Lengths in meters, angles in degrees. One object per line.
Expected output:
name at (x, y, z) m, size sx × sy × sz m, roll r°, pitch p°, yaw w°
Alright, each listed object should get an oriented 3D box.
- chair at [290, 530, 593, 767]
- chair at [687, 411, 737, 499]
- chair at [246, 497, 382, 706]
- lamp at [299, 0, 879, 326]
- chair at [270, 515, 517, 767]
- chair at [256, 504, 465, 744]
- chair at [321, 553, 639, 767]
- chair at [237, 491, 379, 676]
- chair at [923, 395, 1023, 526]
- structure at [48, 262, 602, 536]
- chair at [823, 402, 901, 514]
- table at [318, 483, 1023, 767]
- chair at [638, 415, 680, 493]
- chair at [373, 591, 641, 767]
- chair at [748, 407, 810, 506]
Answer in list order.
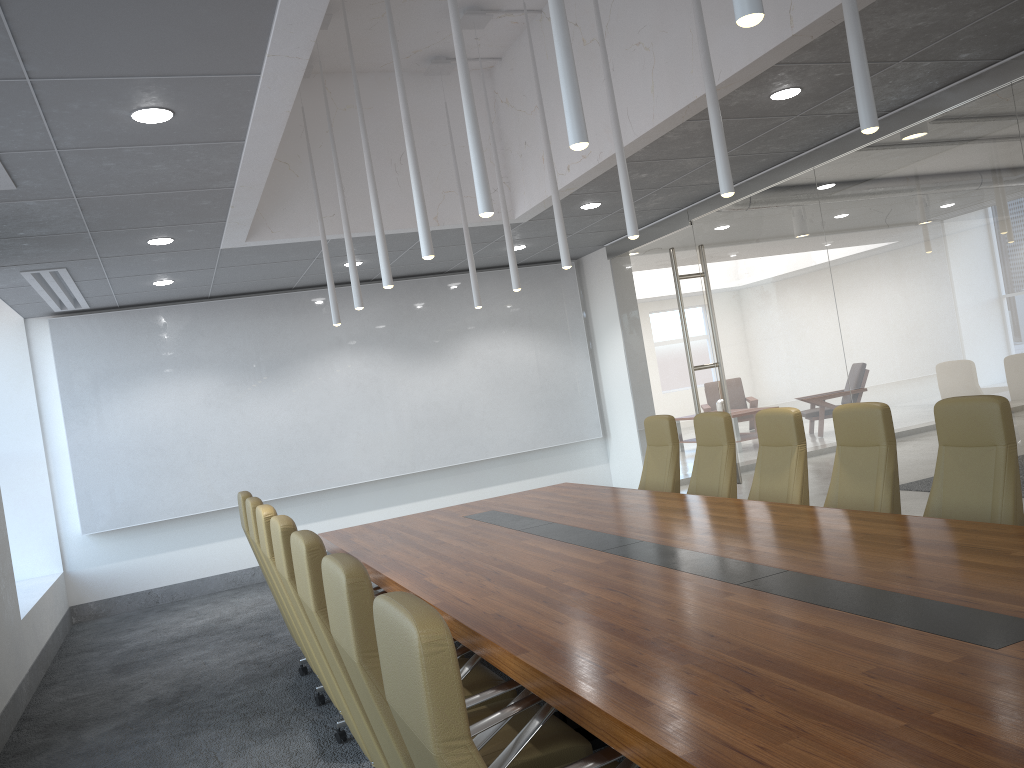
chair at (-0.285, 1.200, 3.562) m, size 0.955 × 1.406 × 0.711 m, roll -9°, pitch 0°, yaw -21°
chair at (1.258, 0.974, 6.744) m, size 0.955 × 1.406 × 0.711 m, roll -9°, pitch 0°, yaw -21°
chair at (-1.137, 1.354, 5.795) m, size 0.955 × 1.406 × 0.711 m, roll -9°, pitch 0°, yaw -21°
lamp at (0.132, -2.005, 4.793) m, size 2.619 × 2.378 × 7.258 m, roll -9°, pitch 0°, yaw -21°
chair at (-0.571, 1.252, 4.312) m, size 0.955 × 1.406 × 0.711 m, roll -9°, pitch 0°, yaw -21°
chair at (-0.861, 1.304, 5.071) m, size 0.955 × 1.406 × 0.711 m, roll -9°, pitch 0°, yaw -21°
chair at (0.002, 1.148, 2.808) m, size 0.955 × 1.406 × 0.711 m, roll -9°, pitch 0°, yaw -21°
chair at (-1.420, 1.405, 6.538) m, size 0.955 × 1.406 × 0.711 m, roll -9°, pitch 0°, yaw -21°
chair at (2.113, 0.820, 4.502) m, size 0.955 × 1.406 × 0.711 m, roll -9°, pitch 0°, yaw -21°
structure at (0.436, -0.433, 4.805) m, size 6.600 × 2.466 × 13.989 m, roll -9°, pitch 0°, yaw -21°
chair at (1.828, 0.871, 5.248) m, size 0.955 × 1.406 × 0.711 m, roll -9°, pitch 0°, yaw -21°
table at (0.667, 1.313, 4.769) m, size 2.300 × 0.895 × 6.500 m, roll -9°, pitch 0°, yaw -21°
chair at (0.973, 1.025, 7.490) m, size 0.955 × 1.406 × 0.711 m, roll -9°, pitch 0°, yaw -21°
chair at (0.282, 1.098, 2.076) m, size 0.955 × 1.406 × 0.711 m, roll -9°, pitch 0°, yaw -21°
chair at (1.545, 0.922, 5.990) m, size 0.955 × 1.406 × 0.711 m, roll -9°, pitch 0°, yaw -21°
